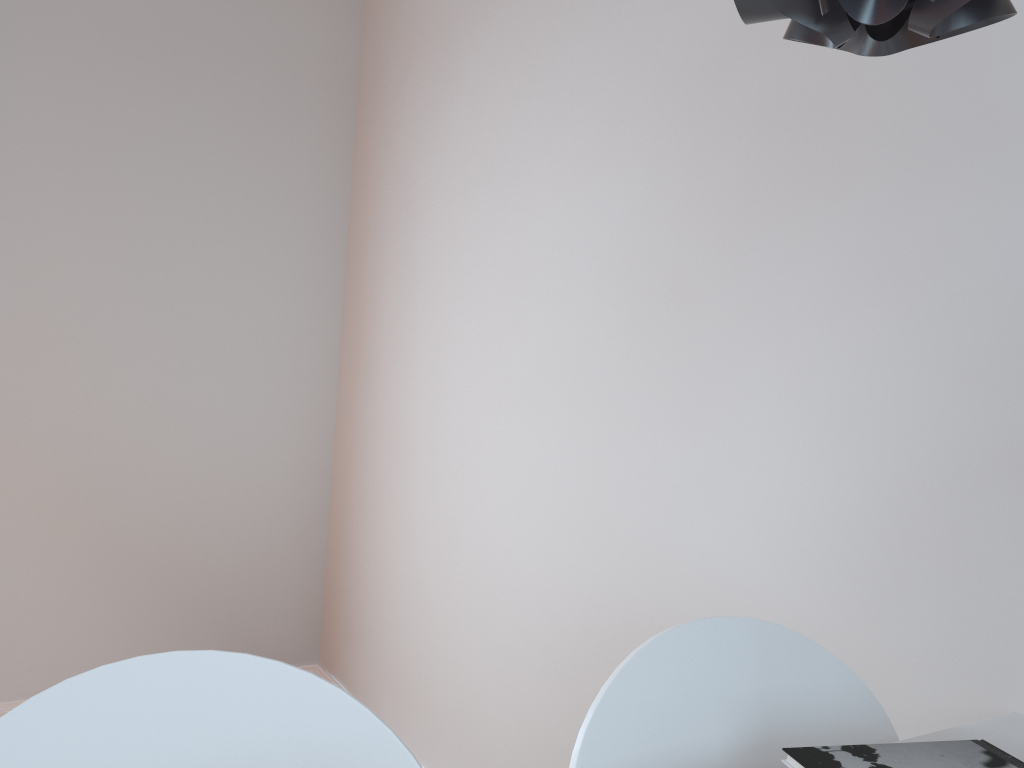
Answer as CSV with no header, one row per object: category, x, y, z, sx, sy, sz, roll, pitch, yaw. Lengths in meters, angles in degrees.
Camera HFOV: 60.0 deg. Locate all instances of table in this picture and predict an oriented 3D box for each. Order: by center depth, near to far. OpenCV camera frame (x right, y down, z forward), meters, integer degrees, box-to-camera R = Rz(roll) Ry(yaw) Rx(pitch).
table,0.216,0.750,0.323,1.256,0.771,0.846,3,2,-31

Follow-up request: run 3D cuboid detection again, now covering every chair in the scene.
chair,-0.241,0.665,0.425,0.503,0.870,0.647,4,2,-6
chair,0.327,0.698,0.657,0.498,0.870,0.653,3,2,-26

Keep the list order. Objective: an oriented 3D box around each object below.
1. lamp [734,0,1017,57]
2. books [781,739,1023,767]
lamp,0.238,-0.921,0.426,0.168,1.505,0.171,4,1,-15
books,0.364,0.329,0.657,0.205,0.012,0.259,4,2,-15
